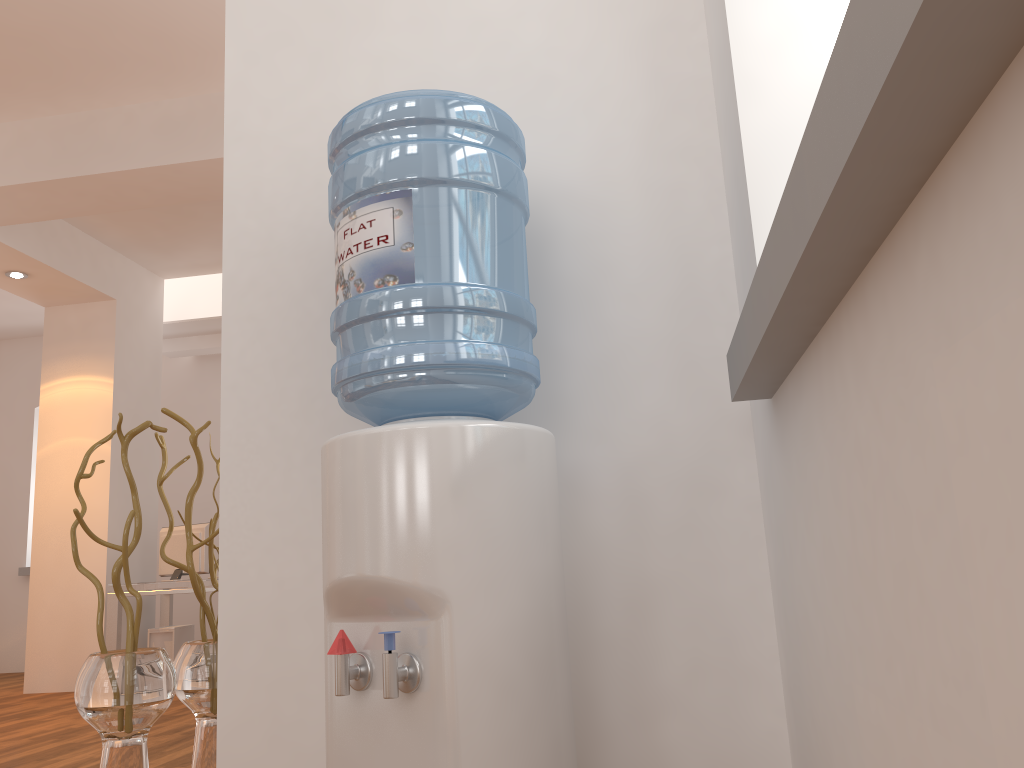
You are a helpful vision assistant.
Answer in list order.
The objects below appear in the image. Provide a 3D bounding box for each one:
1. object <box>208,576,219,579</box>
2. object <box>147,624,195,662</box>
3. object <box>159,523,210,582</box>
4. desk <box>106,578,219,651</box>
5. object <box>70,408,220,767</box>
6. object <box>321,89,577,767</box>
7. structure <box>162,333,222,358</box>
[{"bbox_3d":[-2.158,1.523,7.016,0.467,0.031,0.200,-7,-13,18],"label":"object"},{"bbox_3d":[-2.637,2.097,6.870,0.200,0.422,0.474,-3,-12,-2],"label":"object"},{"bbox_3d":[-2.514,1.275,6.688,0.516,0.418,0.245,-13,-15,37],"label":"object"},{"bbox_3d":[-1.704,1.829,6.701,2.239,0.750,1.092,-3,-12,-2],"label":"desk"},{"bbox_3d":[-0.747,0.605,2.135,0.284,1.112,0.655,-10,-14,28],"label":"object"},{"bbox_3d":[-0.121,0.249,1.552,0.436,1.490,0.436,-2,-12,-7],"label":"object"},{"bbox_3d":[-1.129,0.635,6.724,4.630,3.042,3.450,-5,-12,8],"label":"structure"}]
